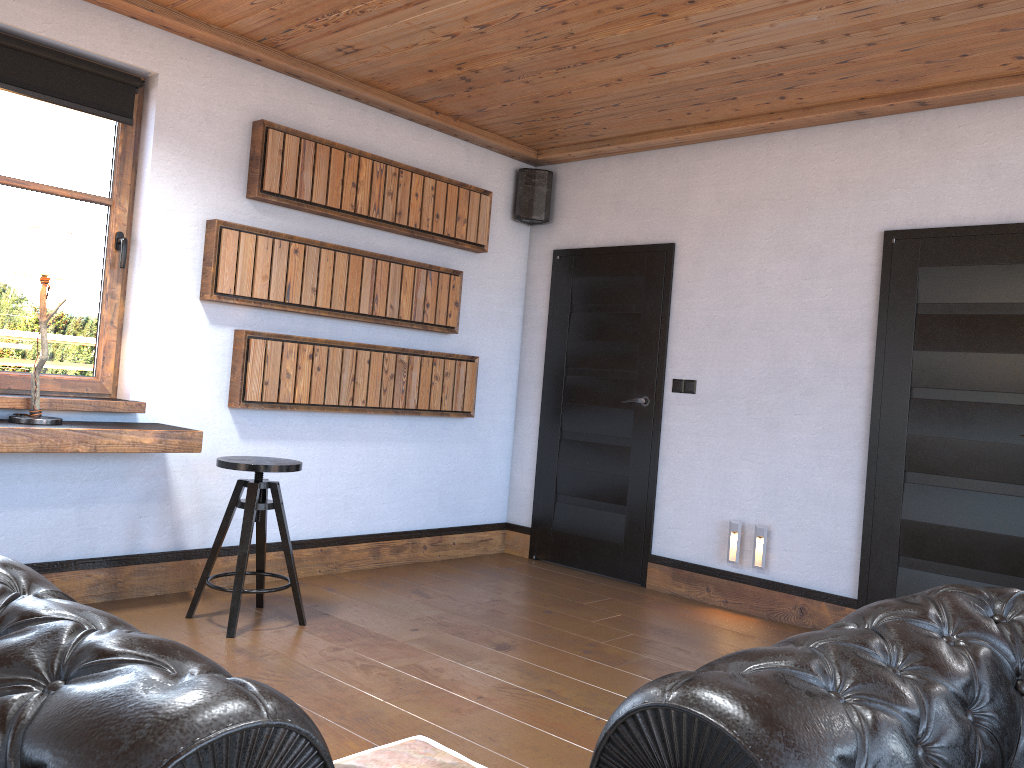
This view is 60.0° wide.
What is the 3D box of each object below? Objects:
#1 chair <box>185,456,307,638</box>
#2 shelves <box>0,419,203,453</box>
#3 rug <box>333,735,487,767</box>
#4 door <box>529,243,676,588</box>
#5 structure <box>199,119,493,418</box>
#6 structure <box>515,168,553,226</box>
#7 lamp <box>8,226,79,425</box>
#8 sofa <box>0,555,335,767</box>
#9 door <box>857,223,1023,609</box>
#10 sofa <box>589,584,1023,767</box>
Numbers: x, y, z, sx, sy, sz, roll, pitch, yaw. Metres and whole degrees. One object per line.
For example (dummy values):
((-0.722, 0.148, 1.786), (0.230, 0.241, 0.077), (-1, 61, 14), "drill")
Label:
((-1.139, 0.696, 3.899), (0.388, 0.721, 0.397), (4, -1, 42), "chair")
((-3.824, -0.028, 1.630), (0.605, 0.989, 6.718), (4, -1, 43), "shelves")
((-0.799, 1.029, 0.479), (2.404, 0.053, 4.090), (4, 0, 43), "rug")
((0.552, 0.159, 5.585), (0.930, 2.056, 0.145), (4, -1, 42), "door")
((-0.912, -0.567, 5.043), (0.317, 1.445, 1.873), (4, -1, 42), "structure")
((0.146, -1.252, 5.931), (0.211, 0.349, 0.216), (4, -1, 42), "structure")
((-2.113, 0.096, 3.721), (0.625, 1.482, 0.248), (4, -1, 34), "lamp")
((-1.471, 0.581, 0.397), (1.225, 0.838, 2.595), (4, -1, 42), "sofa")
((2.147, 0.282, 4.139), (0.930, 2.056, 0.145), (4, -1, 42), "door")
((1.387, 0.813, 0.717), (2.536, 0.838, 1.253), (4, -1, 42), "sofa")
